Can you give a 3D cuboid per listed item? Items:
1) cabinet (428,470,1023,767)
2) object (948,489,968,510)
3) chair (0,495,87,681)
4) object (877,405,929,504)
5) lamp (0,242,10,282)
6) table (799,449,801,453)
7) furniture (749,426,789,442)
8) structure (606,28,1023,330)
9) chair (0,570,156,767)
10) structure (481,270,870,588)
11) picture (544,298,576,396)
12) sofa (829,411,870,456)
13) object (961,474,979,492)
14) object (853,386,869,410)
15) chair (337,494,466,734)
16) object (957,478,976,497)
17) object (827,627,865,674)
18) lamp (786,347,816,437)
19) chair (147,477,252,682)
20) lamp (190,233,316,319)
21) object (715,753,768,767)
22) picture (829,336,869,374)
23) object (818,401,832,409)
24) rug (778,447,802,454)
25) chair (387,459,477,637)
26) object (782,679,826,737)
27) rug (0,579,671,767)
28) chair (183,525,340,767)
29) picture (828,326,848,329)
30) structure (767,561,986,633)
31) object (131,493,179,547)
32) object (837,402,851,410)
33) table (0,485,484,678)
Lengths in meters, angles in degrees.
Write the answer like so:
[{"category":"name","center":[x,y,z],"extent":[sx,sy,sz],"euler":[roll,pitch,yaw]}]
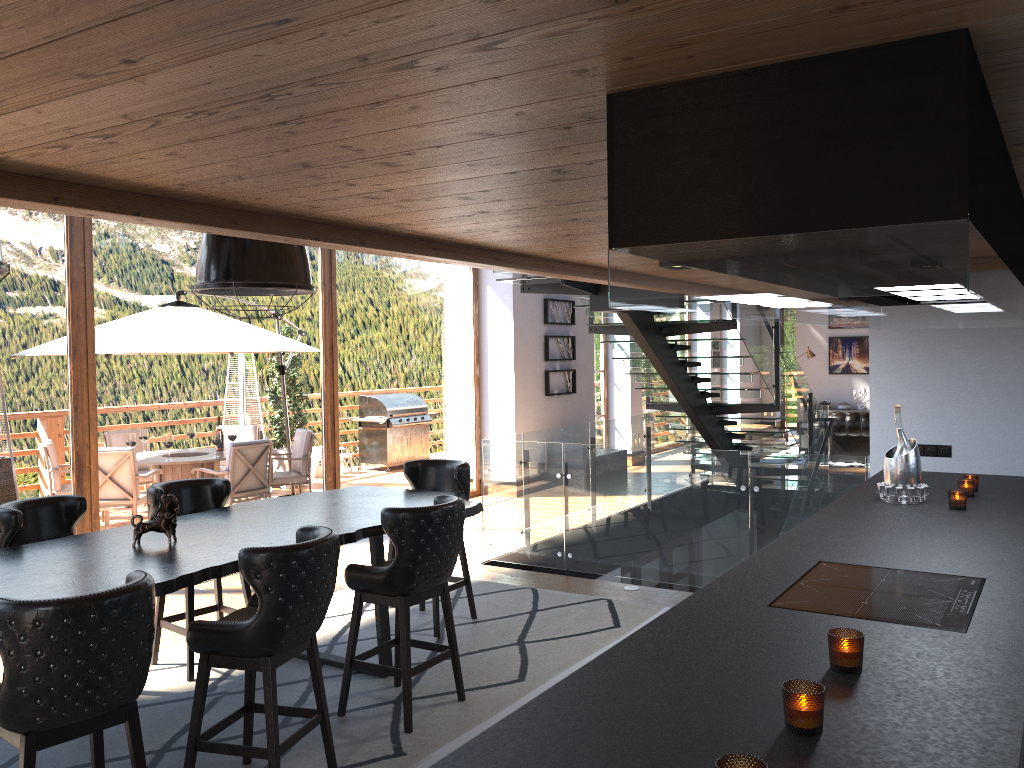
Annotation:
[{"category":"cabinet","center":[1.298,1.148,3.010],"extent":[0.879,1.103,4.854],"euler":[0,2,32]},{"category":"object","center":[1.979,0.514,3.935],"extent":[0.079,0.081,0.079],"euler":[-1,2,-3]},{"category":"chair","center":[-2.363,1.156,4.614],"extent":[0.564,1.092,0.507],"euler":[-1,1,16]},{"category":"object","center":[1.833,0.323,4.165],"extent":[0.223,0.452,0.227],"euler":[0,2,32]},{"category":"lamp","center":[-2.235,-2.623,3.204],"extent":[0.625,4.683,0.618],"euler":[-1,1,-13]},{"category":"table","center":[5.163,0.934,15.193],"extent":[0.401,0.609,0.422],"euler":[0,2,32]},{"category":"furniture","center":[4.057,1.007,16.094],"extent":[1.163,0.436,2.790],"euler":[0,2,32]},{"category":"structure","center":[1.381,-0.462,3.133],"extent":[0.703,0.476,3.286],"euler":[0,2,32]},{"category":"chair","center":[-1.490,1.206,2.995],"extent":[0.561,1.092,0.510],"euler":[0,2,41]},{"category":"structure","center":[-0.289,1.114,9.818],"extent":[9.111,6.396,11.149],"euler":[0,2,32]},{"category":"picture","center":[0.670,-0.508,12.242],"extent":[0.058,1.312,0.783],"euler":[0,2,32]},{"category":"sofa","center":[6.171,0.844,13.955],"extent":[2.538,0.838,1.253],"euler":[0,2,31]},{"category":"object","center":[2.288,0.493,4.425],"extent":[0.079,0.081,0.079],"euler":[-1,2,-3]},{"category":"object","center":[7.375,0.295,18.754],"extent":[0.259,0.532,0.427],"euler":[-1,1,1]},{"category":"chair","center":[-0.516,1.130,4.510],"extent":[0.562,1.092,0.509],"euler":[0,1,31]},{"category":"object","center":[2.186,0.500,4.263],"extent":[0.079,0.081,0.079],"euler":[-1,2,-3]},{"category":"object","center":[0.748,0.598,1.987],"extent":[0.079,0.081,0.079],"euler":[-1,2,-13]},{"category":"lamp","center":[5.848,0.164,18.733],"extent":[1.338,1.898,0.521],"euler":[-2,2,-37]},{"category":"chair","center":[-1.866,1.136,5.281],"extent":[0.561,1.092,0.510],"euler":[0,2,41]},{"category":"lamp","center":[-1.376,-2.681,4.564],"extent":[0.625,4.683,0.618],"euler":[-1,1,-13]},{"category":"object","center":[0.353,0.625,1.361],"extent":[0.079,0.081,0.079],"euler":[-1,2,-13]},{"category":"picture","center":[7.304,-0.616,19.173],"extent":[0.870,0.816,0.036],"euler":[0,1,32]},{"category":"object","center":[6.776,0.458,19.211],"extent":[0.228,0.183,0.403],"euler":[-1,2,-14]},{"category":"rug","center":[5.043,1.211,15.255],"extent":[3.767,0.053,2.459],"euler":[0,2,33]},{"category":"chair","center":[-0.549,1.081,6.009],"extent":[0.499,1.092,0.574],"euler":[0,2,31]},{"category":"object","center":[0.551,0.611,1.674],"extent":[0.079,0.081,0.079],"euler":[-1,2,-13]},{"category":"rug","center":[-1.369,1.689,4.546],"extent":[2.524,0.047,5.694],"euler":[0,2,32]},{"category":"chair","center":[-0.994,1.166,3.661],"extent":[0.564,1.092,0.507],"euler":[-1,1,16]},{"category":"picture","center":[7.288,-1.610,19.153],"extent":[0.870,0.816,0.036],"euler":[0,1,32]},{"category":"structure","center":[1.090,0.621,2.615],"extent":[0.499,0.017,0.617],"euler":[0,2,32]},{"category":"object","center":[-1.728,0.655,4.296],"extent":[0.221,0.253,0.116],"euler":[-1,1,-6]},{"category":"object","center":[7.120,0.470,19.022],"extent":[0.278,0.160,0.262],"euler":[0,2,34]},{"category":"table","center":[-1.602,1.246,4.293],"extent":[1.414,0.949,3.839],"euler":[0,2,32]}]
